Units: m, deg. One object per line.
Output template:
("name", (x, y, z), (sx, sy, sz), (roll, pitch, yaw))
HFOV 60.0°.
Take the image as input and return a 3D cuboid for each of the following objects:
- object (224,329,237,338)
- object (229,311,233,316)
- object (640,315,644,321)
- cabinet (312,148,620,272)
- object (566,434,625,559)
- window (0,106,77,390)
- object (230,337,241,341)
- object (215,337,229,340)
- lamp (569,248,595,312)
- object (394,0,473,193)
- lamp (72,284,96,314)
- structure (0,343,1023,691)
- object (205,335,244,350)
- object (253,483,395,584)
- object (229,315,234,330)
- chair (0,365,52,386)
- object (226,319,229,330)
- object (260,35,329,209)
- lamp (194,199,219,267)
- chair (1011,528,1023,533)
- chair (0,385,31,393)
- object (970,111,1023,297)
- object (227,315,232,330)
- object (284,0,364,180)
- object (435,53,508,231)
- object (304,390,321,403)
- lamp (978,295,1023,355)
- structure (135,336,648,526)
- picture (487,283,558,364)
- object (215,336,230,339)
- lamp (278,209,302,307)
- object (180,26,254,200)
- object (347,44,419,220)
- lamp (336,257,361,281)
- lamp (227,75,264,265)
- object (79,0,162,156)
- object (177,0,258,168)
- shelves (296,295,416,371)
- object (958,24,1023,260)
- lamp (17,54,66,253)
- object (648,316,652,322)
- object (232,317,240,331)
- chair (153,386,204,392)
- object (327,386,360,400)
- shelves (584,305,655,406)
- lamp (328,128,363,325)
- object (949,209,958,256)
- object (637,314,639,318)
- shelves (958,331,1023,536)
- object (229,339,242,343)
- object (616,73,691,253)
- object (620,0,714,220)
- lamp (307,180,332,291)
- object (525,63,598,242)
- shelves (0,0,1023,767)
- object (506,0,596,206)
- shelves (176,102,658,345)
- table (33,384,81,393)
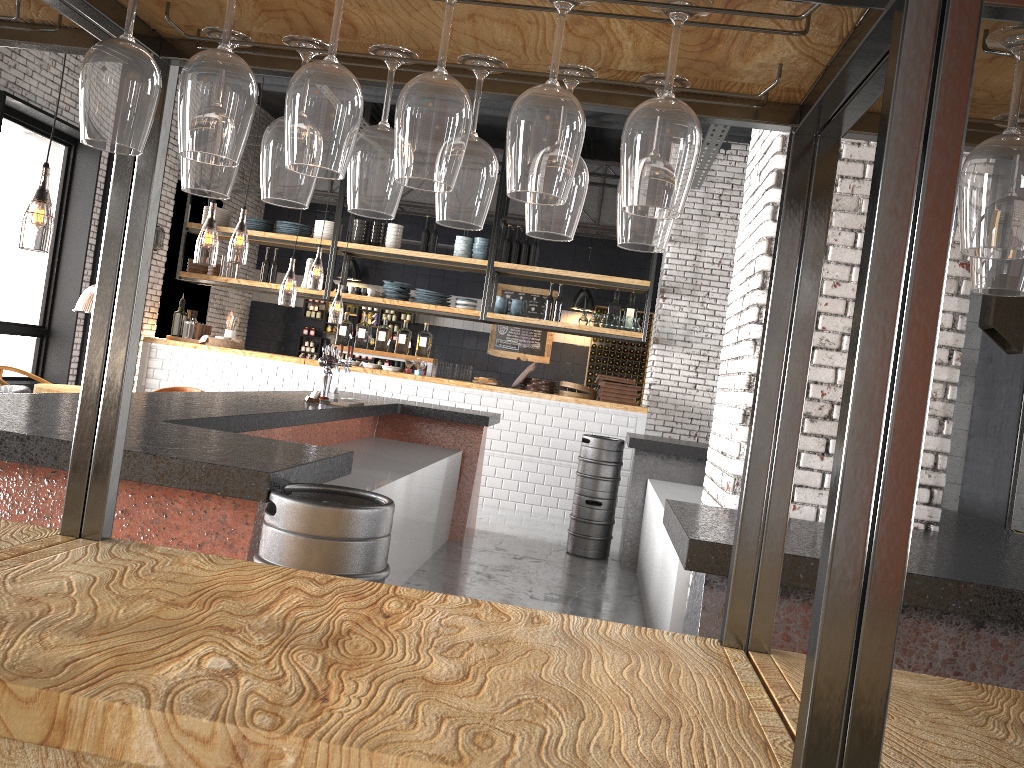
("object", (-3.360, -0.539, 10.555), (0.129, 0.204, 0.129), (8, 0, 41))
("object", (-3.366, -0.725, 10.609), (0.090, 0.289, 0.017), (8, -1, 43))
("object", (1.965, -0.996, 13.313), (0.079, 0.079, 0.283), (8, 0, 6))
("cabinet", (-0.695, -2.533, 13.014), (5.865, 1.769, 0.682), (8, 0, 6))
("object", (0.727, 0.976, 7.720), (0.400, 1.035, 0.397), (8, -1, 41))
("window", (-4.895, -1.300, 8.767), (0.365, 2.697, 1.534), (8, 0, 6))
("object", (-3.261, -0.502, 10.441), (0.160, 0.078, 0.160), (8, 0, -31))
("object", (-3.379, -0.498, 10.325), (0.160, 0.075, 0.161), (8, 0, -16))
("lamp", (1.122, -1.584, 13.355), (0.390, 0.937, 0.390), (8, 0, 8))
("object", (-0.096, -0.390, 1.154), (0.101, 0.267, 0.101), (8, -1, 20))
("lamp", (-3.392, -1.790, 7.783), (0.536, 2.406, 0.537), (9, -1, -42))
("structure", (0.138, 0.691, 5.354), (4.311, 1.534, 5.874), (8, 0, 6))
("object", (-3.381, -0.492, 10.433), (0.436, 0.157, 0.420), (8, 0, -22))
("object", (-0.601, 0.837, 2.611), (0.400, 1.035, 0.397), (8, -1, 41))
("object", (-3.339, -0.631, 10.506), (0.033, 0.370, 0.137), (8, -1, -28))
("chair", (-4.453, 0.319, 7.954), (0.644, 0.921, 0.612), (8, 0, 13))
("object", (-3.375, -0.609, 10.549), (0.071, 0.328, 0.052), (8, -1, -38))
("object", (-0.357, -0.430, 1.469), (0.101, 0.267, 0.101), (8, -1, 20))
("lamp", (-1.399, -1.305, 4.338), (0.108, 1.462, 0.108), (8, -1, -22))
("chair", (4.085, 1.606, 7.670), (0.657, 0.730, 0.638), (8, 0, 5))
("chair", (-3.601, 0.454, 5.981), (0.643, 0.929, 0.682), (8, 0, -40))
("object", (0.762, -0.271, 1.353), (0.101, 0.267, 0.101), (8, -1, 42))
("object", (-3.387, -0.643, 10.579), (0.087, 0.356, 0.026), (8, -1, 29))
("object", (-0.241, -0.411, 1.170), (0.101, 0.267, 0.101), (8, -1, 20))
("object", (-0.067, -0.389, 1.439), (0.101, 0.267, 0.101), (8, -1, 20))
("object", (-1.366, 0.077, 6.072), (0.091, 0.091, 0.178), (8, 0, -19))
("lamp", (2.022, -0.818, 3.516), (0.127, 1.395, 0.127), (8, -1, 6))
("structure", (-1.400, 0.527, 10.636), (5.802, 1.346, 1.510), (8, 0, 6))
("picture", (0.172, -0.938, 13.759), (0.980, 1.142, 0.020), (8, -1, 6))
("object", (-3.375, -0.517, 10.327), (0.160, 0.078, 0.161), (8, 0, -16))
("lamp", (-1.326, -1.287, 5.656), (0.108, 1.599, 0.108), (8, -1, -12))
("object", (-0.494, -0.449, 1.483), (0.101, 0.267, 0.101), (8, -1, 20))
("object", (-0.212, -0.409, 1.454), (0.101, 0.267, 0.101), (8, -1, 20))
("lamp", (-2.467, -2.094, 13.762), (0.390, 0.937, 0.390), (8, 0, 8))
("lamp", (-1.430, -1.467, 4.969), (0.108, 1.599, 0.108), (8, -1, 38))
("object", (-0.522, -0.451, 1.199), (0.101, 0.267, 0.101), (8, -1, 20))
("object", (-0.386, -0.431, 1.185), (0.101, 0.267, 0.101), (8, -1, 20))
("shelves", (-2.443, -0.730, 13.846), (1.761, 1.482, 0.157), (8, -1, 6))
("object", (0.607, -0.290, 1.081), (0.101, 0.267, 0.101), (8, -1, 42))
("lamp", (-1.631, -1.278, 3.239), (0.108, 1.599, 0.108), (8, -1, 38))
("object", (2.057, -0.983, 13.288), (0.079, 0.079, 0.283), (8, 0, 6))
("object", (-3.315, -0.624, 10.551), (0.124, 0.358, 0.076), (8, -1, 21))
("chair", (-3.227, 0.484, 8.349), (0.682, 0.929, 0.643), (8, 0, 28))
("object", (-1.367, 0.062, 6.903), (0.200, 0.106, 0.766), (8, 1, 6))
("shelves", (1.553, -0.056, 13.381), (0.889, 2.149, 0.250), (8, -1, 6))
("lamp", (-1.264, -1.261, 6.897), (0.108, 1.599, 0.108), (8, -1, 38))
("object", (0.636, -0.289, 1.366), (0.101, 0.267, 0.101), (8, -1, 42))
("object", (1.869, -1.010, 13.288), (0.079, 0.079, 0.283), (8, 0, 6))
("shelves", (4.097, -0.839, 4.223), (1.003, 4.367, 6.145), (8, 0, 6))
("object", (-3.262, -0.483, 10.440), (0.160, 0.075, 0.161), (8, 0, -31))
("object", (0.223, -0.348, 1.409), (0.101, 0.267, 0.101), (8, -1, 20))
("object", (0.195, -0.349, 1.124), (0.101, 0.267, 0.101), (8, -1, 20))
("lamp", (-1.295, -1.460, 6.313), (0.108, 1.599, 0.108), (8, -1, 38))
("object", (0.078, -0.368, 1.424), (0.101, 0.267, 0.101), (8, -1, 20))
("shelves", (-0.026, -1.080, 1.298), (3.660, 5.020, 0.689), (8, -1, 6))
("object", (0.050, -0.370, 1.139), (0.101, 0.267, 0.101), (8, -1, 20))
("shelves", (-1.027, -2.393, 10.745), (5.678, 3.067, 0.597), (8, -1, 6))
("table", (-3.726, 0.463, 7.785), (0.931, 0.810, 0.933), (8, 0, -42))
